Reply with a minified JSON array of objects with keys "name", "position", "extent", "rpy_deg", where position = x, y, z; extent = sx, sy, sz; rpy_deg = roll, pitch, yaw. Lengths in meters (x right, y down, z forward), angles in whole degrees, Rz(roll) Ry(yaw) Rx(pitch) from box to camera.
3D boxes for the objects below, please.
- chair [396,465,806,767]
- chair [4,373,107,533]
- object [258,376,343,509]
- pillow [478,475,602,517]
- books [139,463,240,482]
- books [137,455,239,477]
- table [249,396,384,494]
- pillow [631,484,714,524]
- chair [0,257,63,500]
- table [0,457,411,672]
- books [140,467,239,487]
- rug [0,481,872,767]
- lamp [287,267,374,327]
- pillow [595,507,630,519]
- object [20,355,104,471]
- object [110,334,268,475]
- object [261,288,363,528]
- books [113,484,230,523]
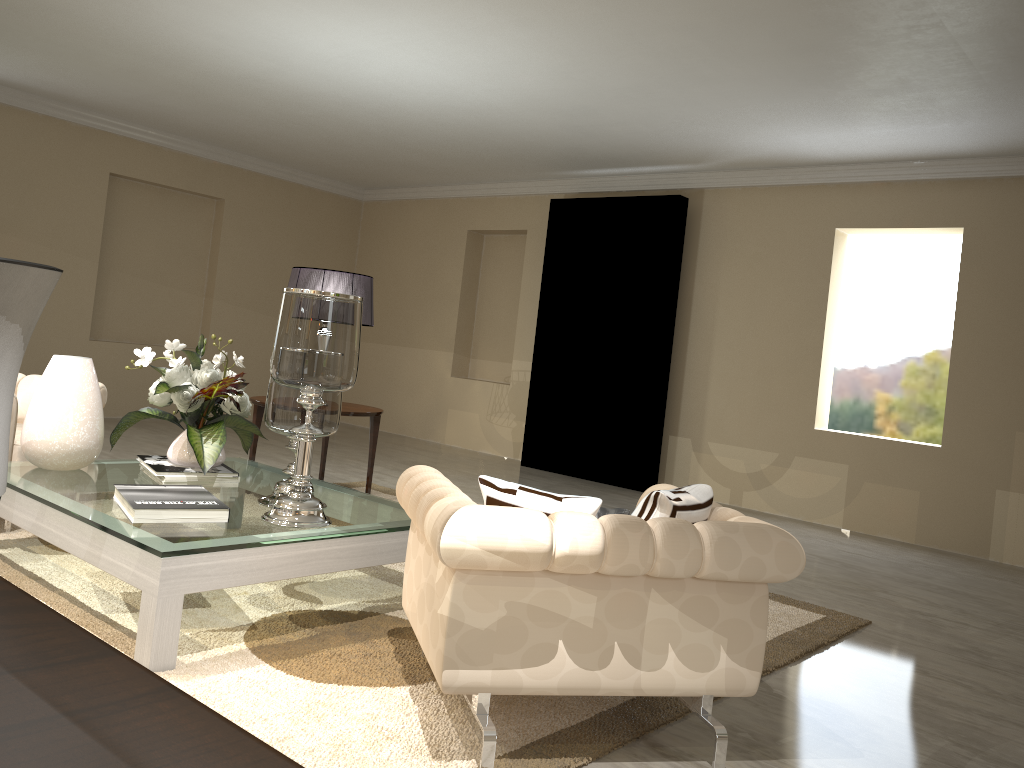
[{"name":"chair","position":[0.147,0.545,2.198],"extent":[0.848,0.553,0.711],"rpy_deg":[6,1,-15]},{"name":"chair","position":[-2.162,0.238,3.512],"extent":[0.733,0.551,0.849],"rpy_deg":[6,1,0]},{"name":"object","position":[-0.686,0.139,2.884],"extent":[0.237,0.505,0.235],"rpy_deg":[6,-1,37]},{"name":"pillow","position":[0.052,0.358,2.054],"extent":[0.300,0.269,0.197],"rpy_deg":[7,0,10]},{"name":"books","position":[-1.142,0.308,3.130],"extent":[0.253,0.019,0.338],"rpy_deg":[5,2,-36]},{"name":"books","position":[-1.149,0.289,3.128],"extent":[0.274,0.016,0.342],"rpy_deg":[5,2,-33]},{"name":"table","position":[-1.027,0.351,4.556],"extent":[0.676,0.499,0.672],"rpy_deg":[7,1,37]},{"name":"pillow","position":[0.359,0.369,2.164],"extent":[0.186,0.251,0.282],"rpy_deg":[6,0,33]},{"name":"chair","position":[-1.105,0.241,1.495],"extent":[0.542,0.952,0.457],"rpy_deg":[6,-1,5]},{"name":"table","position":[-1.017,0.528,2.937],"extent":[1.304,0.345,1.054],"rpy_deg":[8,2,40]},{"name":"books","position":[-1.146,0.326,3.135],"extent":[0.253,0.019,0.344],"rpy_deg":[5,2,-34]},{"name":"rug","position":[-0.599,0.695,3.342],"extent":[2.980,0.022,2.663],"rpy_deg":[8,3,40]},{"name":"lamp","position":[-0.962,-0.237,4.568],"extent":[0.475,0.682,0.473],"rpy_deg":[6,0,15]},{"name":"pillow","position":[0.163,0.386,2.181],"extent":[0.250,0.187,0.128],"rpy_deg":[6,0,-13]},{"name":"object","position":[-1.536,0.098,3.051],"extent":[0.252,0.386,0.251],"rpy_deg":[6,0,35]},{"name":"object","position":[-1.087,0.056,3.152],"extent":[0.549,0.475,0.509],"rpy_deg":[7,1,41]},{"name":"object","position":[-0.602,0.067,2.642],"extent":[0.251,0.684,0.250],"rpy_deg":[6,-1,45]},{"name":"books","position":[-1.002,0.348,2.589],"extent":[0.259,0.044,0.352],"rpy_deg":[5,2,-32]}]
